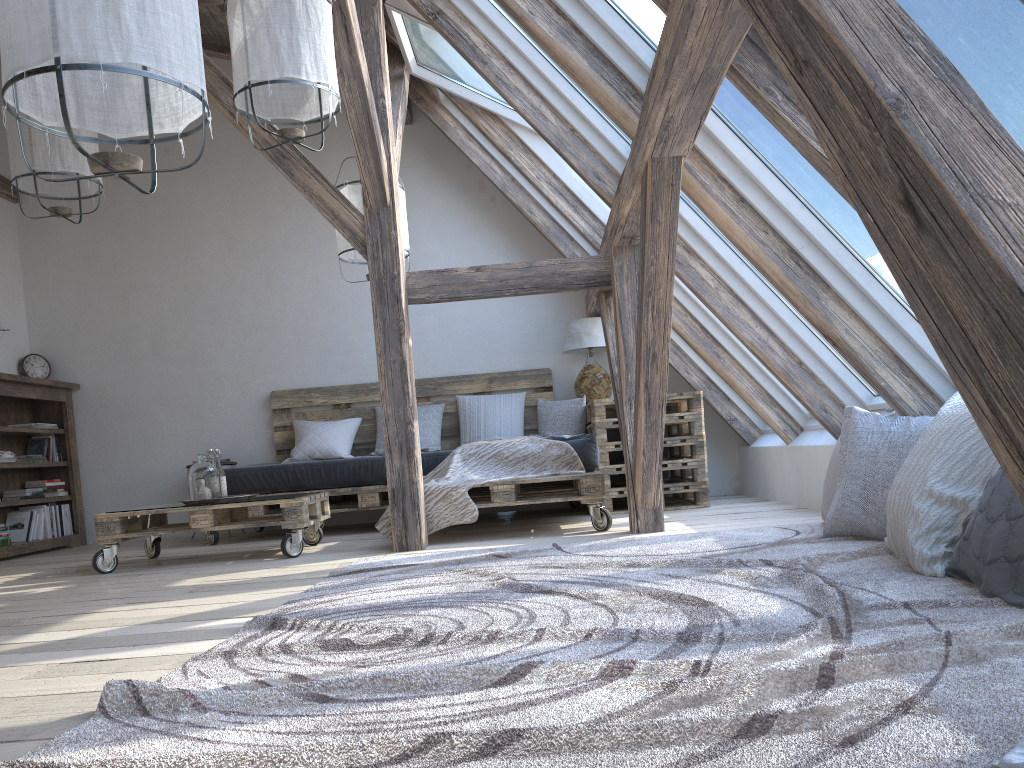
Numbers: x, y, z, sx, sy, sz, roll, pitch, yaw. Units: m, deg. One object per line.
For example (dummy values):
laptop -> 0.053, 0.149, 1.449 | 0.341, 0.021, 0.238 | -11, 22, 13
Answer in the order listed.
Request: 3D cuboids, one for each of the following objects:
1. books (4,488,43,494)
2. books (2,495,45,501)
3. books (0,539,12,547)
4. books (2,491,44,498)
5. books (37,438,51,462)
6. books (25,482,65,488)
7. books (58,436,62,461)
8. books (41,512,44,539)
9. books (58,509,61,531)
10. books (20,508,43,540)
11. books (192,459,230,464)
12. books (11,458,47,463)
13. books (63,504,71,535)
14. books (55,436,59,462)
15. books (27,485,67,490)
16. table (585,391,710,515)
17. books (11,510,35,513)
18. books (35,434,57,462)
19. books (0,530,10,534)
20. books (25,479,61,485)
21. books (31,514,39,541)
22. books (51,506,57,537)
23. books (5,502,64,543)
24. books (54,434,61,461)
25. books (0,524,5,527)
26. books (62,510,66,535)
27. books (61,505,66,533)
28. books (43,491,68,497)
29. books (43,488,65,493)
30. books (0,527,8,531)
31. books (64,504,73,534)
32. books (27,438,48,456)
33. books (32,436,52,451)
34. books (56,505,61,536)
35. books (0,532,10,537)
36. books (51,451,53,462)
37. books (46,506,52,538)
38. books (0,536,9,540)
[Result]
books -> -3.304, 0.724, 5.950 | 0.152, 0.024, 0.228 | -4, -4, -2
books -> -3.300, 0.769, 5.942 | 0.152, 0.024, 0.228 | -5, -5, 11
books -> -3.291, 1.007, 5.517 | 0.173, 0.038, 0.223 | -5, -4, 2
books -> -3.303, 0.747, 5.948 | 0.160, 0.023, 0.212 | -5, -4, 2
books -> -3.323, 0.469, 6.197 | 0.139, 0.176, 0.059 | -5, 2, 1
books -> -3.290, 0.710, 6.199 | 0.157, 0.021, 0.219 | -5, -4, 6
books -> -3.321, 0.475, 6.345 | 0.139, 0.186, 0.020 | -5, 3, 2
books -> -3.258, 0.971, 5.993 | 0.139, 0.184, 0.065 | -5, 2, 2
books -> -3.271, 0.971, 6.205 | 0.158, 0.220, 0.021 | -5, 3, 2
books -> -3.265, 0.953, 5.958 | 0.157, 0.212, 0.090 | -5, 2, 2
books -> -2.111, 0.544, 6.179 | 0.150, 0.021, 0.204 | -7, -5, 31
books -> -3.323, 0.527, 6.020 | 0.162, 0.030, 0.219 | -5, -4, 5
books -> -3.250, 0.976, 6.293 | 0.158, 0.220, 0.021 | -5, 3, 2
books -> -3.323, 0.472, 6.296 | 0.139, 0.186, 0.020 | -5, 3, 2
books -> -3.282, 0.734, 6.208 | 0.161, 0.026, 0.202 | -5, -4, 10
table -> 0.851, 0.457, 5.787 | 0.675, 0.702, 1.017 | -5, -2, 2
books -> -3.300, 0.956, 5.914 | 0.157, 0.206, 0.107 | -5, 1, 2
books -> -3.323, 0.463, 6.276 | 0.135, 0.202, 0.021 | -5, 3, 2
books -> -3.309, 0.941, 5.526 | 0.173, 0.013, 0.230 | -5, -5, 5
books -> -3.311, 0.692, 6.216 | 0.143, 0.019, 0.202 | -5, -4, 2
books -> -3.266, 0.969, 5.925 | 0.139, 0.175, 0.094 | -5, 1, 2
books -> -3.260, 0.964, 6.127 | 0.158, 0.220, 0.021 | -5, 3, 2
books -> -3.285, 0.945, 6.035 | 0.201, 0.249, 0.411 | -5, -3, 2
books -> -3.314, 0.466, 6.316 | 0.136, 0.201, 0.021 | -5, 3, 2
books -> -3.309, 0.900, 5.529 | 0.132, 0.021, 0.199 | -5, -4, 1
books -> -3.250, 0.990, 6.251 | 0.139, 0.186, 0.018 | -5, 3, 2
books -> -3.269, 0.976, 6.271 | 0.158, 0.220, 0.021 | -5, 3, 2
books -> -3.277, 0.783, 6.206 | 0.218, 0.030, 0.162 | -4, -4, -5
books -> -3.285, 0.757, 6.198 | 0.204, 0.021, 0.150 | -4, -4, -9
books -> -3.311, 0.922, 5.524 | 0.174, 0.025, 0.221 | -4, -4, -3
books -> -3.247, 0.978, 6.321 | 0.157, 0.221, 0.036 | -5, 2, 2
books -> -3.327, 0.469, 6.165 | 0.131, 0.173, 0.081 | -5, 1, 3
books -> -3.327, 0.463, 6.223 | 0.139, 0.192, 0.050 | -5, 2, 1
books -> -3.253, 0.966, 6.167 | 0.157, 0.220, 0.017 | -5, 3, 2
books -> -3.294, 0.956, 5.517 | 0.158, 0.021, 0.225 | -5, -4, 2
books -> -3.328, 0.476, 6.255 | 0.117, 0.173, 0.018 | -5, 3, 2
books -> -3.256, 0.958, 6.055 | 0.157, 0.220, 0.017 | -5, 3, 2
books -> -3.292, 0.977, 5.518 | 0.157, 0.021, 0.225 | -4, -4, -3
